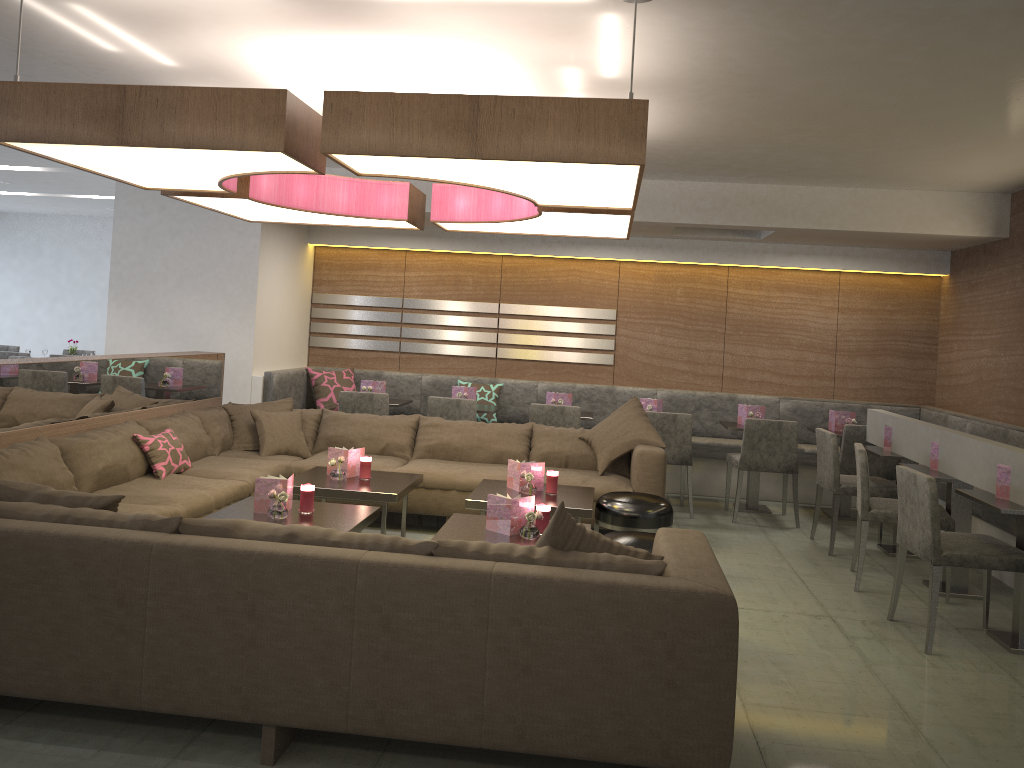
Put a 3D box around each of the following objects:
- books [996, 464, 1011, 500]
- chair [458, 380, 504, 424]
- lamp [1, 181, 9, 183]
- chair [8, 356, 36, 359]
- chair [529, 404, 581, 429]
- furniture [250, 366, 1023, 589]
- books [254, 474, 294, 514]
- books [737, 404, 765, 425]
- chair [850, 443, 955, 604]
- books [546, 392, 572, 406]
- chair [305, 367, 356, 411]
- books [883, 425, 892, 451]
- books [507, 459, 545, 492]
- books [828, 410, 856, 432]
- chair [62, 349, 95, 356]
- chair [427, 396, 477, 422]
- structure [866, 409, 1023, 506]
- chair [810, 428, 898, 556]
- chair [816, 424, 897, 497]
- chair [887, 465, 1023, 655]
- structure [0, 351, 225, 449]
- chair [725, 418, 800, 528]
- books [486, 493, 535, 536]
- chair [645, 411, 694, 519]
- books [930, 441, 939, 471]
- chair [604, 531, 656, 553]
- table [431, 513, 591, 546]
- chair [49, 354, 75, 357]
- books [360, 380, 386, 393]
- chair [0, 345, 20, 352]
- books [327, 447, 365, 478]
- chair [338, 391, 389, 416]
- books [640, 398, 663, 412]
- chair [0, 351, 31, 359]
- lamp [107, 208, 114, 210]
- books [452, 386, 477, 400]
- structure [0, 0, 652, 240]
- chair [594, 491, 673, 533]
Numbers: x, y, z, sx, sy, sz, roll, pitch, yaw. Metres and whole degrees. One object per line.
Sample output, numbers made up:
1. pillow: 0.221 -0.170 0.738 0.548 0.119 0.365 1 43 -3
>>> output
1. books: 2.358 0.462 4.086 0.157 0.164 0.143 3 1 -24
2. chair: -0.304 0.173 7.867 0.427 0.396 0.219 4 0 7
3. lamp: -5.173 -2.057 9.024 0.089 0.007 0.089 0 5 -39
4. chair: -4.791 0.128 8.379 0.477 0.762 0.492 3 0 11
5. chair: 0.336 0.525 6.786 0.477 0.762 0.492 3 0 9
6. furniture: 0.621 0.551 5.872 5.649 0.853 4.261 4 3 6
7. books: -1.053 0.508 4.055 0.257 0.164 0.143 2 2 -30
8. books: 1.905 0.250 7.040 0.157 0.164 0.143 3 1 -14
9. chair: 2.159 0.747 4.925 0.493 0.762 0.476 3 0 18
10. books: 0.382 0.151 7.208 0.157 0.164 0.143 3 1 -29
11. chair: -1.565 0.070 7.848 0.490 0.428 0.296 2 1 -41
12. books: 2.531 0.363 5.815 0.158 0.164 0.143 4 1 21
13. books: 0.077 0.515 4.982 0.157 0.164 0.143 3 1 -29
14. books: 2.601 0.294 6.971 0.157 0.164 0.143 3 1 1
15. chair: -5.138 -0.008 10.216 0.477 0.762 0.492 3 0 1
16. chair: -0.423 0.475 6.877 0.477 0.762 0.492 3 0 13
17. structure: 2.448 0.365 5.079 0.095 0.231 2.491 3 4 6
18. chair: 2.258 0.700 5.770 0.492 0.762 0.477 3 0 5
19. chair: 2.568 0.668 6.560 0.477 0.762 0.492 3 0 3
20. chair: 2.064 0.796 4.067 0.492 0.762 0.477 3 0 3
21. structure: -2.455 0.374 4.637 0.224 1.006 3.777 3 3 6
22. chair: 1.872 0.626 6.591 0.477 0.762 0.492 3 0 6
23. books: -0.007 0.576 3.939 0.143 0.164 0.157 4 2 41
24. chair: 1.121 0.576 6.693 0.477 0.762 0.492 3 0 2
25. books: 2.462 0.413 4.956 0.157 0.164 0.143 3 1 -29
26. chair: 0.549 0.879 3.822 0.422 0.451 0.423 3 1 2
27. table: 0.000 0.863 3.868 0.658 0.412 0.658 4 2 6
28. chair: -4.679 0.064 9.496 0.477 0.762 0.492 3 0 1
29. books: -1.159 0.051 7.379 0.143 0.164 0.157 4 1 26
30. chair: -6.104 -0.070 10.315 0.477 0.762 0.492 3 0 11
31. books: -0.957 0.448 5.098 0.143 0.164 0.157 4 1 26
32. chair: -1.152 0.429 6.944 0.477 0.762 0.492 3 0 -2
33. books: 1.122 0.199 7.126 0.143 0.164 0.157 4 1 26
34. chair: -5.208 0.033 9.496 0.477 0.762 0.492 3 0 11
35. lamp: -4.963 -2.166 10.950 0.089 0.007 0.089 0 5 -39
36. books: -0.395 0.101 7.294 0.143 0.164 0.157 4 1 26
37. structure: -0.601 -1.205 4.366 2.447 0.618 2.444 4 3 6
38. chair: 0.657 0.822 4.816 0.422 0.451 0.423 3 1 -13
